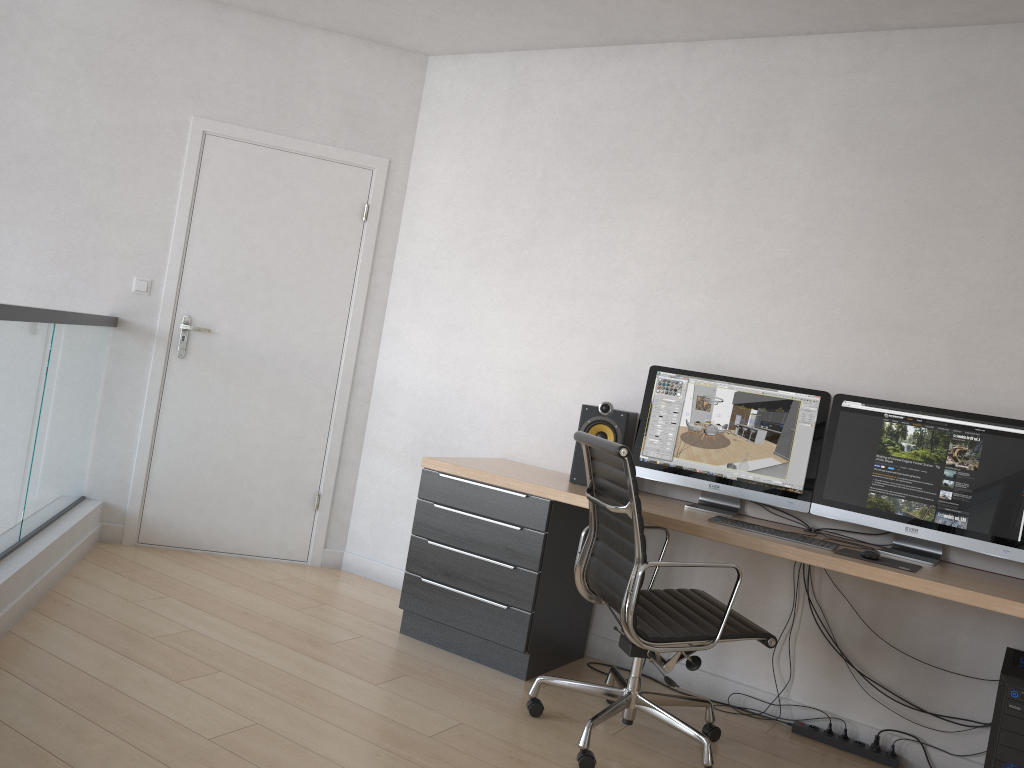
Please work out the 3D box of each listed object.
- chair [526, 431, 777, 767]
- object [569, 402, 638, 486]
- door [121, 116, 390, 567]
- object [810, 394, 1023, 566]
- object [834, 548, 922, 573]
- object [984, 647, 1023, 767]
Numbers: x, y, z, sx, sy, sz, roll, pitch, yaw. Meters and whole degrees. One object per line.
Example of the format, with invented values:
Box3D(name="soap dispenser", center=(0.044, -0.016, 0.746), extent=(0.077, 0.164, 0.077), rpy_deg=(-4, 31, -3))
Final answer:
Box3D(name="chair", center=(0.479, 0.710, 3.000), extent=(0.699, 0.991, 0.664), rpy_deg=(10, 1, -8))
Box3D(name="object", center=(0.389, 0.251, 3.725), extent=(0.198, 0.354, 0.249), rpy_deg=(10, 1, 17))
Box3D(name="door", center=(-1.278, -0.183, 4.470), extent=(0.974, 2.136, 0.085), rpy_deg=(10, 1, -13))
Box3D(name="object", center=(1.456, 0.348, 3.127), extent=(0.716, 0.535, 0.190), rpy_deg=(10, 1, 37))
Box3D(name="object", center=(1.205, 0.578, 2.917), extent=(0.250, 0.002, 0.200), rpy_deg=(10, 1, 32))
Box3D(name="object", center=(1.585, 1.139, 2.723), extent=(0.215, 0.527, 0.474), rpy_deg=(10, 1, 32))
